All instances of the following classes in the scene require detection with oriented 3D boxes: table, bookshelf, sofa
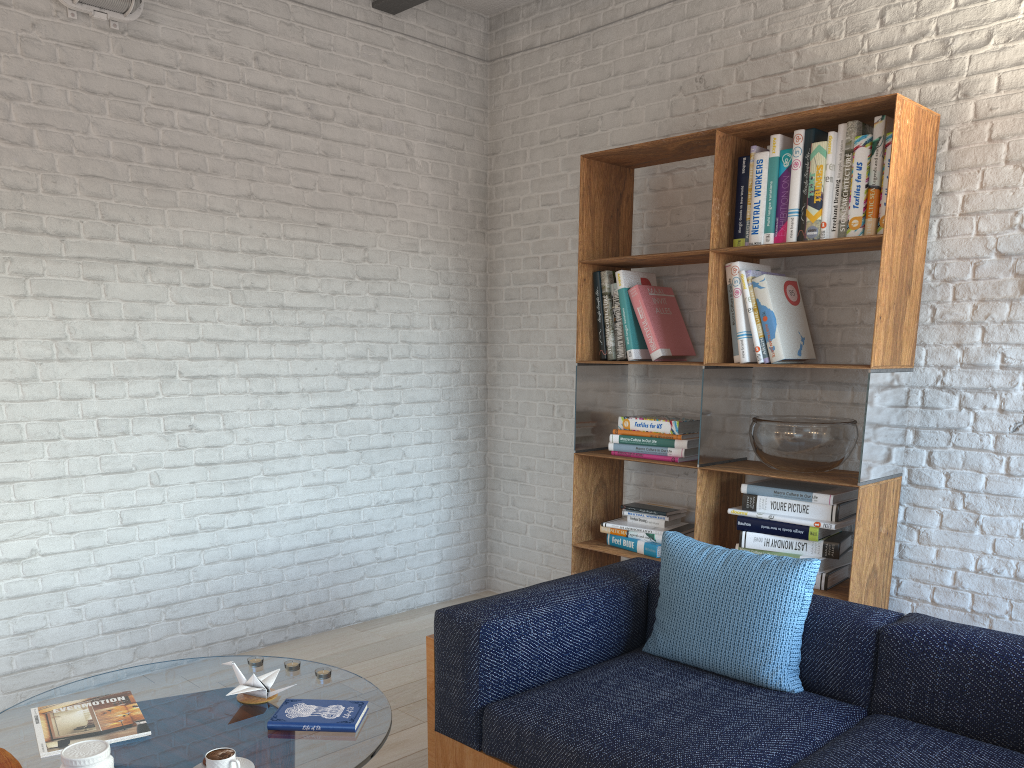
[{"bbox_3d":[-1.152,1.098,2.106,1.814,0.459,1.060,-2,5,-39],"label":"table"},{"bbox_3d":[0.874,0.163,3.569,1.296,2.265,0.359,10,15,43],"label":"bookshelf"},{"bbox_3d":[-0.199,1.025,1.318,3.905,0.678,2.052,-2,4,-44],"label":"sofa"}]

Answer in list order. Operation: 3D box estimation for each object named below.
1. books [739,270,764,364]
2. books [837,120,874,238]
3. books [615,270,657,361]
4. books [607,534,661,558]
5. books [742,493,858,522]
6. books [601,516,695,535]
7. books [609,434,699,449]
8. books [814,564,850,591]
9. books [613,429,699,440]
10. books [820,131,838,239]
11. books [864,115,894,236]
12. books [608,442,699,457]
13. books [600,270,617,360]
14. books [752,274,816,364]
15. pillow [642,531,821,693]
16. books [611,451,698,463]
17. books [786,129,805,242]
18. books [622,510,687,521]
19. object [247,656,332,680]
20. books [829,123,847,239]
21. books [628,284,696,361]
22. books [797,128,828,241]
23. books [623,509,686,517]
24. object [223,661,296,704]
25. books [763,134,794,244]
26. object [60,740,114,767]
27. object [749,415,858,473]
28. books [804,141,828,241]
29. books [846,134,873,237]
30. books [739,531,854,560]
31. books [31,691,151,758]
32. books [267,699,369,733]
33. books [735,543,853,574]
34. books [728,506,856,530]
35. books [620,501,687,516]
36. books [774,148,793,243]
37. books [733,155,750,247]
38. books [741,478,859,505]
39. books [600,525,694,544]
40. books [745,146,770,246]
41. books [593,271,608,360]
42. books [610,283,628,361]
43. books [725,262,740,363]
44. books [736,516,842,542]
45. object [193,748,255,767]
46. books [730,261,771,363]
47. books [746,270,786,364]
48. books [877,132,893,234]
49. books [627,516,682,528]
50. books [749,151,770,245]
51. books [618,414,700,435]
[{"bbox_3d":[0.997,-0.256,3.386,0.268,0.359,0.122,-8,14,-43],"label":"books"},{"bbox_3d":[1.230,-0.697,3.062,0.240,0.395,0.036,-9,15,-43],"label":"books"},{"bbox_3d":[0.566,-0.294,3.800,0.240,0.392,0.119,-9,15,-43],"label":"books"},{"bbox_3d":[0.631,0.713,3.942,0.253,0.057,0.321,-2,3,-35],"label":"books"},{"bbox_3d":[1.131,0.468,3.412,0.376,0.066,0.241,3,4,39],"label":"books"},{"bbox_3d":[0.627,0.639,3.928,0.376,0.019,0.241,2,3,38],"label":"books"},{"bbox_3d":[0.652,0.242,3.808,0.376,0.037,0.241,2,3,39],"label":"books"},{"bbox_3d":[1.108,0.732,3.460,0.376,0.066,0.241,3,4,39],"label":"books"},{"bbox_3d":[0.665,0.213,3.817,0.351,0.021,0.269,3,3,43],"label":"books"},{"bbox_3d":[1.183,-0.685,3.110,0.268,0.369,0.020,-8,15,-43],"label":"books"},{"bbox_3d":[1.296,-0.693,2.997,0.240,0.395,0.036,-9,15,-43],"label":"books"},{"bbox_3d":[0.649,0.279,3.828,0.375,0.037,0.241,2,3,40],"label":"books"},{"bbox_3d":[0.499,-0.300,3.882,0.240,0.396,0.089,-9,15,-43],"label":"books"},{"bbox_3d":[1.042,-0.245,3.336,0.251,0.339,0.155,-8,13,-44],"label":"books"},{"bbox_3d":[0.665,0.695,2.704,0.548,0.420,0.220,6,11,43],"label":"pillow"},{"bbox_3d":[0.660,0.308,3.833,0.269,0.021,0.351,-2,3,-45],"label":"books"},{"bbox_3d":[1.090,-0.702,3.185,0.240,0.395,0.036,-9,15,-43],"label":"books"},{"bbox_3d":[0.644,0.585,3.943,0.234,0.019,0.168,2,3,38],"label":"books"},{"bbox_3d":[-0.683,0.870,2.690,0.301,0.028,0.067,1,4,22],"label":"object"},{"bbox_3d":[1.214,-0.698,3.097,0.240,0.395,0.036,-9,15,-43],"label":"books"},{"bbox_3d":[0.647,-0.261,3.759,0.251,0.328,0.191,-8,13,-44],"label":"books"},{"bbox_3d":[1.124,-0.701,3.167,0.240,0.395,0.036,-9,15,-43],"label":"books"},{"bbox_3d":[0.644,0.572,3.930,0.239,0.008,0.154,3,3,45],"label":"books"},{"bbox_3d":[-0.721,0.846,2.478,0.194,0.094,0.182,-1,5,-19],"label":"object"},{"bbox_3d":[1.028,-0.706,3.254,0.240,0.395,0.036,-9,15,-43],"label":"books"},{"bbox_3d":[-0.940,0.858,1.932,0.107,0.111,0.106,-4,9,-29],"label":"object"},{"bbox_3d":[1.125,0.235,3.382,0.400,0.207,0.393,0,5,-3],"label":"object"},{"bbox_3d":[1.146,-0.672,3.130,0.251,0.339,0.054,-8,14,-43],"label":"books"},{"bbox_3d":[1.259,-0.667,3.032,0.251,0.339,0.054,-8,14,-43],"label":"books"},{"bbox_3d":[1.118,0.612,3.429,0.377,0.066,0.240,2,3,32],"label":"books"},{"bbox_3d":[-1.117,0.891,2.303,0.251,0.011,0.313,-1,3,-32],"label":"books"},{"bbox_3d":[-0.516,0.888,2.335,0.231,0.023,0.159,1,3,3],"label":"books"},{"bbox_3d":[1.121,0.671,3.461,0.279,0.057,0.357,-2,4,-43],"label":"books"},{"bbox_3d":[1.112,0.511,3.415,0.439,0.021,0.269,3,3,45],"label":"books"},{"bbox_3d":[0.636,0.559,3.917,0.249,0.017,0.160,3,3,45],"label":"books"},{"bbox_3d":[1.071,-0.677,3.238,0.251,0.339,0.054,-8,14,-43],"label":"books"},{"bbox_3d":[0.951,-0.682,3.356,0.251,0.339,0.054,-8,14,-43],"label":"books"},{"bbox_3d":[1.125,0.416,3.401,0.375,0.037,0.241,3,4,45],"label":"books"},{"bbox_3d":[0.623,0.666,3.952,0.375,0.037,0.241,3,4,45],"label":"books"},{"bbox_3d":[0.977,-0.695,3.326,0.268,0.369,0.020,-8,15,-43],"label":"books"},{"bbox_3d":[0.467,-0.301,3.903,0.240,0.396,0.089,-9,15,-43],"label":"books"},{"bbox_3d":[0.549,-0.273,3.865,0.251,0.344,0.100,-8,14,-43],"label":"books"},{"bbox_3d":[0.942,-0.277,3.455,0.240,0.395,0.099,-9,15,-43],"label":"books"},{"bbox_3d":[1.091,0.550,3.426,0.323,0.057,0.251,3,4,40],"label":"books"},{"bbox_3d":[-0.715,0.885,1.974,0.153,0.059,0.266,3,4,38],"label":"object"},{"bbox_3d":[0.952,-0.275,3.413,0.240,0.395,0.101,-9,15,-43],"label":"books"},{"bbox_3d":[1.018,-0.256,3.378,0.268,0.359,0.122,-8,14,-43],"label":"books"},{"bbox_3d":[1.342,-0.665,2.980,0.251,0.339,0.054,-8,14,-43],"label":"books"},{"bbox_3d":[0.643,0.612,3.940,0.203,0.035,0.131,3,4,45],"label":"books"},{"bbox_3d":[0.992,-0.679,3.290,0.251,0.339,0.054,-8,14,-43],"label":"books"},{"bbox_3d":[0.669,0.174,3.801,0.252,0.057,0.322,-2,4,-43],"label":"books"}]
